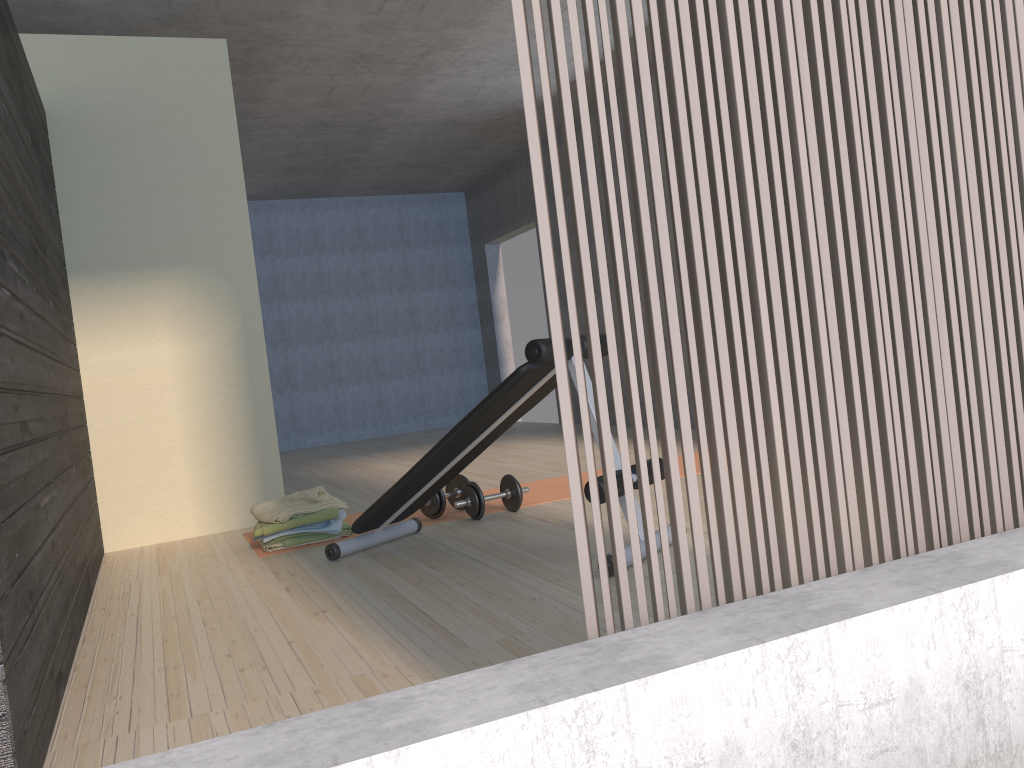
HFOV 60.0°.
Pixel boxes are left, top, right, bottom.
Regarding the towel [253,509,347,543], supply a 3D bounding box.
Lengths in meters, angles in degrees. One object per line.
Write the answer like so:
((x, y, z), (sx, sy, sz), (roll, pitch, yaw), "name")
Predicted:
((-0.945, 0.632, 3.982), (0.383, 0.078, 0.383), (-7, 2, -5), "towel")

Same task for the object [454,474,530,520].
((-0.088, 0.514, 4.031), (0.385, 0.176, 0.176), (-8, 2, -31), "object")

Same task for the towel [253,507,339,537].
((-0.968, 0.599, 3.964), (0.376, 0.085, 0.371), (-7, 2, -18), "towel")

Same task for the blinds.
((0.491, -0.788, 1.562), (1.133, 2.744, 0.069), (-8, 2, -22), "blinds")

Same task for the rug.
((0.079, 0.563, 4.571), (2.779, 0.002, 0.716), (-8, 2, -22), "rug")

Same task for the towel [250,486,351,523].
((-0.962, 0.543, 3.987), (0.384, 0.123, 0.373), (-8, 2, -39), "towel")

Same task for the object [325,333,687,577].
((-0.104, 0.243, 3.255), (1.312, 0.746, 0.505), (-6, 2, 37), "object")

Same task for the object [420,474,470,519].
((-0.312, 0.528, 4.175), (0.176, 0.176, 0.385), (-6, 2, 39), "object")

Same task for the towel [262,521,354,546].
((-0.935, 0.656, 4.006), (0.380, 0.081, 0.367), (-8, 2, -25), "towel")

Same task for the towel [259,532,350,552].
((-0.953, 0.681, 4.007), (0.376, 0.044, 0.371), (-8, 2, -24), "towel")
